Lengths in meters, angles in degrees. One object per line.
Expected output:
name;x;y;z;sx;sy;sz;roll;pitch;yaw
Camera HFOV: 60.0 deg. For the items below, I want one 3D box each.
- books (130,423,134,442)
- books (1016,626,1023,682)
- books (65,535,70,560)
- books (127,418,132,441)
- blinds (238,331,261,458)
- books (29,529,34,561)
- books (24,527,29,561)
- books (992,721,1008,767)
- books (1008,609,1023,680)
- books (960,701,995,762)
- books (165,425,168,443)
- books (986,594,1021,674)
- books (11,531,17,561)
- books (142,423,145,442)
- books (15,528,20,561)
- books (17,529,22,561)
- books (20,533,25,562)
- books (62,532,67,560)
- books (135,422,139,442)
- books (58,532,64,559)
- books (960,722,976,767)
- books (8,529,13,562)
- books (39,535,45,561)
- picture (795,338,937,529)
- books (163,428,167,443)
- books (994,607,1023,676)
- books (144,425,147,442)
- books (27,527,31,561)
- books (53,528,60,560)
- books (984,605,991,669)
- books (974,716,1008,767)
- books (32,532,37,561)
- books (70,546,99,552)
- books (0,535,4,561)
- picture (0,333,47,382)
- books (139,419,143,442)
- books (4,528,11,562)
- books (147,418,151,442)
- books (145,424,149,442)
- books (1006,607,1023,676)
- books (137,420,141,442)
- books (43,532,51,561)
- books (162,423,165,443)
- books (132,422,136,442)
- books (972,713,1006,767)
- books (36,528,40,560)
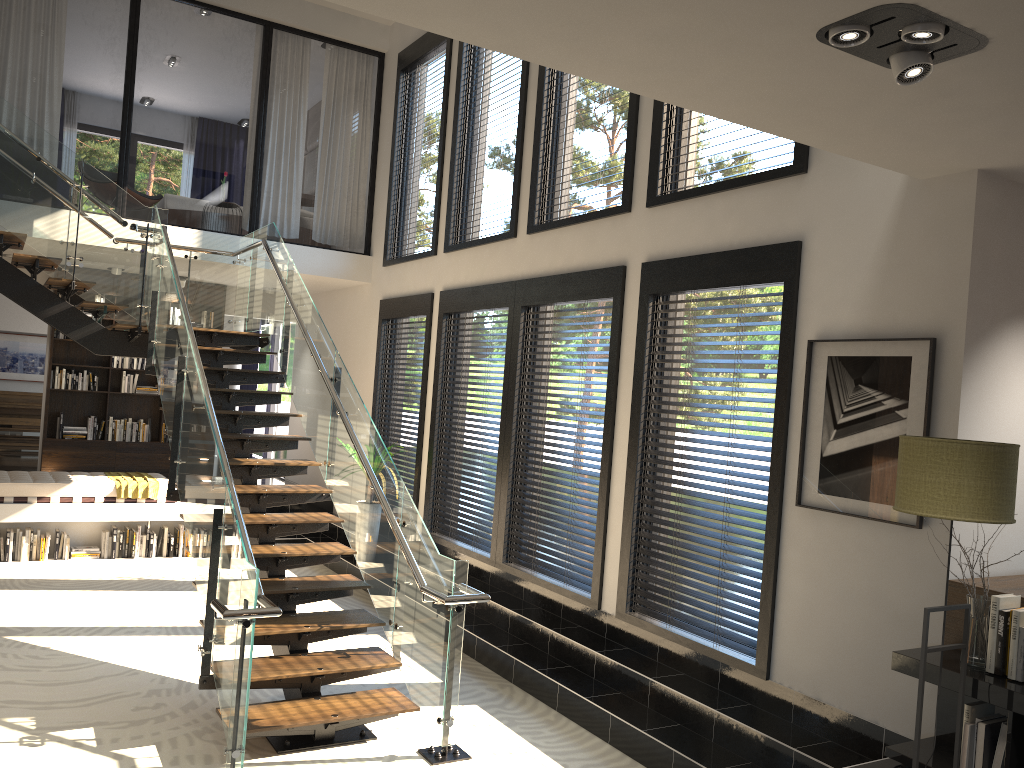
books;-5.014;0.631;11.675;0.023;0.246;0.148;4;0;-31
books;2.101;1.084;3.580;0.170;0.214;0.025;4;0;-31
books;-4.455;1.635;8.875;0.030;0.218;0.186;4;0;-31
books;-5.042;0.599;11.672;0.032;0.306;0.155;4;0;-31
blinds;-4.520;0.010;15.136;0.161;2.770;1.079;4;0;-32
books;-4.719;1.575;8.699;0.023;0.293;0.157;4;0;-31
books;-4.757;1.566;8.677;0.026;0.305;0.187;4;0;-31
books;2.010;1.484;3.577;0.159;0.261;0.067;4;0;-31
books;2.079;1.052;3.597;0.160;0.276;0.030;4;0;-31
books;1.939;1.469;3.694;0.176;0.284;0.030;4;0;-31
books;-4.637;0.666;11.897;0.026;0.238;0.159;4;0;-31
books;2.034;1.031;3.671;0.160;0.312;0.035;4;0;-31
books;-4.854;1.576;8.639;0.029;0.271;0.128;4;0;-31
books;-4.891;0.639;11.744;0.028;0.250;0.161;4;0;-31
books;-4.830;1.559;8.651;0.023;0.308;0.126;4;0;-31
books;-4.806;1.572;8.656;0.025;0.287;0.169;4;0;-31
books;-4.773;1.594;8.649;0.027;0.246;0.193;4;0;-31
books;-4.474;1.613;8.861;0.020;0.257;0.154;4;0;-31
books;-4.967;0.633;11.713;0.029;0.250;0.142;4;0;-31
books;-4.516;1.613;8.867;0.045;0.251;0.142;4;0;-31
books;1.919;1.500;3.653;0.196;0.218;0.023;4;0;-31
books;-4.867;1.564;8.610;0.025;0.293;0.205;4;0;-31
books;-4.630;1.613;8.732;0.028;0.233;0.205;4;0;-31
picture;1.785;0.225;4.535;0.028;0.911;0.748;4;0;-31
books;-4.664;0.683;11.891;0.025;0.199;0.149;4;0;-31
books;2.057;1.058;3.648;0.173;0.262;0.030;4;0;-31
books;-4.880;0.655;11.774;0.026;0.221;0.145;4;0;-31
books;-4.735;1.568;8.685;0.020;0.305;0.172;4;0;-31
books;-4.538;1.595;8.834;0.031;0.284;0.176;4;0;-31
books;2.046;1.057;3.715;0.156;0.263;0.026;4;0;-31
books;1.956;1.489;3.605;0.194;0.244;0.036;4;0;-31
books;-4.704;1.597;8.727;0.034;0.252;0.151;4;0;-31
books;-4.324;1.668;8.974;0.249;0.026;0.148;5;-1;-33
books;-4.935;1.588;8.582;0.050;0.234;0.149;4;0;-31
picture;-7.447;-0.387;14.501;3.545;0.748;0.035;5;0;-31
books;-4.919;0.615;11.741;0.025;0.294;0.177;4;0;-31
books;-4.885;1.559;8.584;0.033;0.299;0.195;4;0;-31
books;-4.839;0.615;11.808;0.022;0.307;0.131;4;0;-31
books;-4.857;0.654;11.787;0.026;0.227;0.129;4;0;-31
books;2.087;1.054;3.634;0.150;0.274;0.025;4;0;-31
books;-4.939;0.620;11.722;0.028;0.280;0.154;4;0;-31
books;-4.600;1.602;8.759;0.050;0.258;0.215;4;0;-31
books;-4.690;0.649;11.890;0.024;0.264;0.174;4;0;-31
books;-4.993;0.628;11.696;0.034;0.255;0.194;4;0;-31
books;1.961;1.490;3.646;0.167;0.245;0.030;4;0;-31
books;-4.678;1.579;8.753;0.036;0.293;0.128;4;0;-31
